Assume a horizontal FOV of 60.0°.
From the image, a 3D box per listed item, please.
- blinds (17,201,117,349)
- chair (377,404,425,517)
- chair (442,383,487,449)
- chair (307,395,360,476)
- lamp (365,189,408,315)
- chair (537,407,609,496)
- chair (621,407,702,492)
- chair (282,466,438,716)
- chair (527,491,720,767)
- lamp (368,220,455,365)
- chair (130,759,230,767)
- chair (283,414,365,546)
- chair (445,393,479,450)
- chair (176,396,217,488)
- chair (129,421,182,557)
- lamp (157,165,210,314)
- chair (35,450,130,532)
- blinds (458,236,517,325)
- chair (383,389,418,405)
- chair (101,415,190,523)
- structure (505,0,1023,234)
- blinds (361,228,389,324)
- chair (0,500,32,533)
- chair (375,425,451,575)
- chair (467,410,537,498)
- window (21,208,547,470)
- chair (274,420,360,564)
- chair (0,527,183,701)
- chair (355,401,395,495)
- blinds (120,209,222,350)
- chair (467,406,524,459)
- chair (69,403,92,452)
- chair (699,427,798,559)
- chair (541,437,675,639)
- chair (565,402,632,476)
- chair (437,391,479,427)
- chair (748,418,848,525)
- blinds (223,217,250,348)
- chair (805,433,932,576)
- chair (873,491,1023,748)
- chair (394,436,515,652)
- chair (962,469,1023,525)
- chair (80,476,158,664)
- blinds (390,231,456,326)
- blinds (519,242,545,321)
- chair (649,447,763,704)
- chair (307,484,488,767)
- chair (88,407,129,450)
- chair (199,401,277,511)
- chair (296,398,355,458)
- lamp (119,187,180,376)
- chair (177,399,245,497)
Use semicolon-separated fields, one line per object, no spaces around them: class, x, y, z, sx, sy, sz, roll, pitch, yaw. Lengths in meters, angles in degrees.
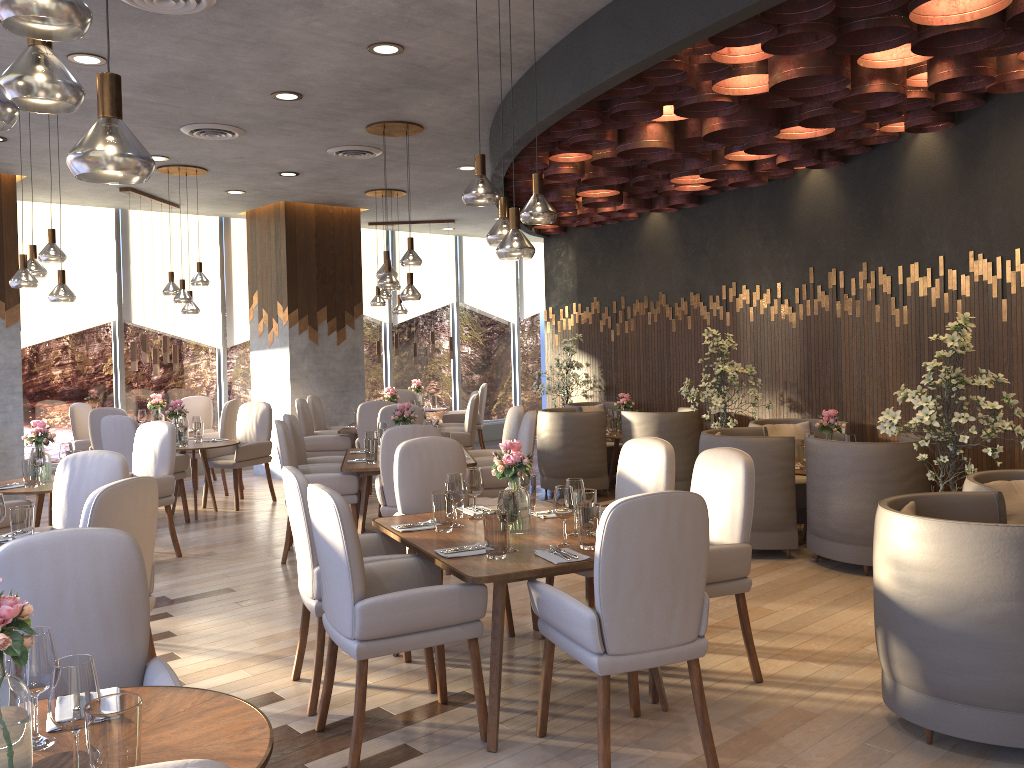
blinds;-5.042;-1.687;9.877;1.174;2.680;0.007;-2;1;-42
chair;-0.936;0.687;7.692;0.528;1.000;0.600;-2;1;-11
chair;-0.621;0.495;11.945;0.600;1.000;0.528;-1;1;1
chair;-1.963;0.618;9.917;0.600;1.000;0.528;-1;1;2
lamp;-1.356;-1.420;9.655;0.439;1.326;0.439;-1;1;33
chair;0.550;0.678;8.863;0.595;0.837;0.774;-2;2;-22
chair;1.500;0.669;8.495;0.774;0.837;0.595;-2;1;-27
chair;-0.692;0.844;3.924;0.600;1.000;0.528;-2;1;-23
chair;0.398;0.847;3.202;0.528;1.000;0.600;-2;1;-23
lamp;-1.324;-1.219;11.943;1.161;1.931;0.118;-1;1;3
chair;-0.622;0.957;1.282;0.528;1.000;0.600;-2;1;-29
chair;-1.499;0.730;7.052;0.600;1.000;0.528;-2;1;-6
chair;-0.632;0.607;9.368;0.600;1.000;0.528;-1;1;2
chair;-3.739;0.652;10.199;0.528;1.000;0.600;-1;1;5
chair;-2.774;0.790;6.430;0.528;1.000;0.600;-1;1;30
lamp;-3.025;-1.313;8.185;0.439;1.326;0.439;-2;1;-34
chair;-2.240;0.863;4.420;0.528;1.000;0.600;-1;1;11
blinds;-0.390;-2.271;14.041;1.174;2.680;0.007;-2;1;-42
chair;-1.328;0.577;10.467;0.528;1.000;0.600;-2;1;-4
chair;-3.196;0.746;7.693;0.528;1.000;0.600;-1;1;24
structure;1.427;-1.878;6.254;2.755;0.556;9.458;-2;3;-12
blinds;-2.250;-2.173;12.377;1.174;2.680;0.007;-2;1;-42
chair;-3.363;0.849;5.429;0.528;1.000;0.600;-1;1;29
chair;-0.665;0.752;6.045;0.528;1.000;0.600;-2;1;-6
chair;-0.098;0.710;6.675;0.600;1.000;0.528;-2;1;-6
window;-3.433;-0.591;7.593;8.059;3.197;16.134;-1;2;3
chair;-1.422;0.752;6.492;0.600;1.000;0.528;-2;1;-11
chair;-1.148;0.926;2.317;0.528;1.000;0.600;-2;1;-28
chair;-1.274;0.648;8.814;0.528;1.000;0.600;-1;1;2
blinds;-4.113;-1.740;10.708;1.174;2.680;0.007;-2;1;-42
chair;-0.196;0.688;7.236;0.600;1.000;0.528;-2;1;-13
chair;-4.413;0.696;9.590;0.600;1.000;0.528;-1;1;1
chair;1.638;0.760;6.315;0.595;0.837;0.775;-2;1;-2
chair;0.500;0.789;4.478;0.600;1.000;0.528;-2;1;-30
chair;0.885;0.631;9.731;0.774;0.837;0.595;-2;2;-32
chair;-0.659;0.583;9.937;0.600;1.000;0.528;-2;1;-6
chair;2.206;0.714;7.038;0.774;0.837;0.595;-2;1;-12
blinds;-3.184;-1.819;11.539;1.174;2.680;0.007;-2;1;-42
chair;2.353;0.767;5.718;0.774;0.837;0.595;-2;1;-7
chair;1.701;0.885;3.379;0.595;0.837;0.775;-1;1;8
chair;-0.332;0.801;4.706;0.528;1.000;0.600;-2;1;-28
chair;2.386;0.841;3.992;0.774;0.837;0.596;-2;1;-2
chair;-1.806;0.884;3.670;0.599;1.000;0.528;-1;1;14
blinds;-1.320;-2.211;13.209;1.174;2.680;0.007;-2;1;-42
blinds;0.539;-2.398;14.872;1.174;2.680;0.007;-2;1;-42
chair;0.757;0.804;3.970;0.600;1.000;0.528;-2;1;-22
chair;-0.456;0.860;3.410;0.600;1.000;0.528;-2;1;-28
chair;-3.905;0.712;8.918;0.528;1.000;0.600;-1;1;8
chair;-2.685;0.688;8.736;0.528;1.000;0.600;-1;1;25
chair;-1.957;0.642;9.352;0.600;1.000;0.528;-2;1;-4
lamp;-3.861;-1.050;9.562;0.118;1.930;1.162;-1;1;3
chair;-3.220;0.669;9.504;0.599;1.000;0.528;-1;1;5
